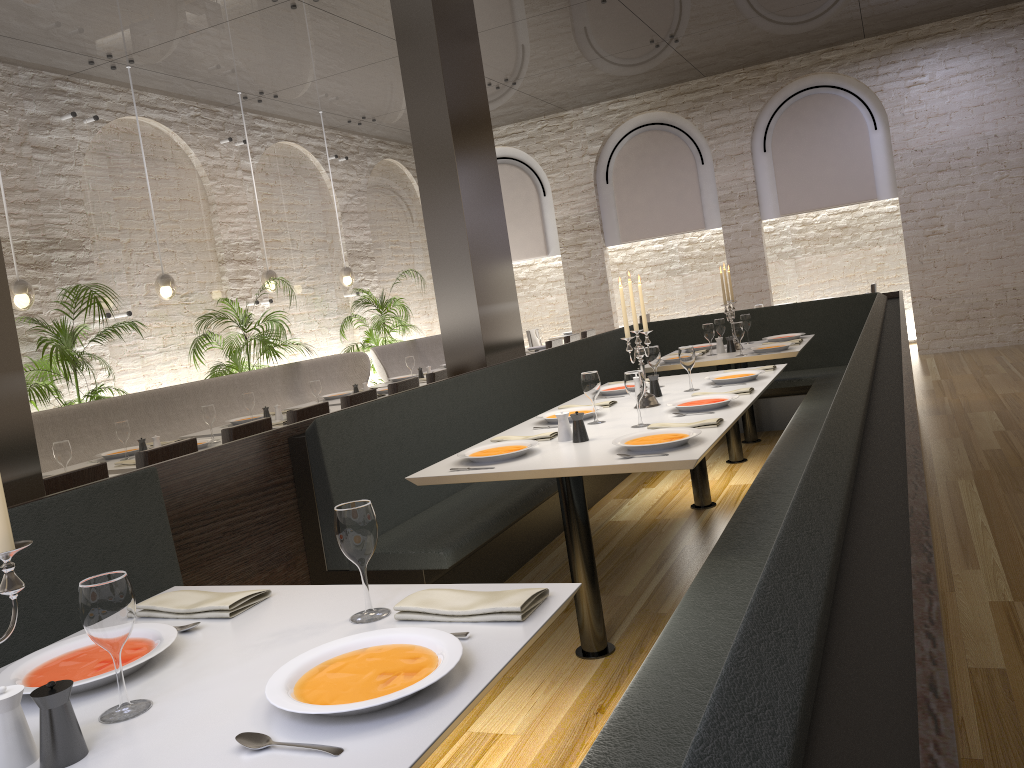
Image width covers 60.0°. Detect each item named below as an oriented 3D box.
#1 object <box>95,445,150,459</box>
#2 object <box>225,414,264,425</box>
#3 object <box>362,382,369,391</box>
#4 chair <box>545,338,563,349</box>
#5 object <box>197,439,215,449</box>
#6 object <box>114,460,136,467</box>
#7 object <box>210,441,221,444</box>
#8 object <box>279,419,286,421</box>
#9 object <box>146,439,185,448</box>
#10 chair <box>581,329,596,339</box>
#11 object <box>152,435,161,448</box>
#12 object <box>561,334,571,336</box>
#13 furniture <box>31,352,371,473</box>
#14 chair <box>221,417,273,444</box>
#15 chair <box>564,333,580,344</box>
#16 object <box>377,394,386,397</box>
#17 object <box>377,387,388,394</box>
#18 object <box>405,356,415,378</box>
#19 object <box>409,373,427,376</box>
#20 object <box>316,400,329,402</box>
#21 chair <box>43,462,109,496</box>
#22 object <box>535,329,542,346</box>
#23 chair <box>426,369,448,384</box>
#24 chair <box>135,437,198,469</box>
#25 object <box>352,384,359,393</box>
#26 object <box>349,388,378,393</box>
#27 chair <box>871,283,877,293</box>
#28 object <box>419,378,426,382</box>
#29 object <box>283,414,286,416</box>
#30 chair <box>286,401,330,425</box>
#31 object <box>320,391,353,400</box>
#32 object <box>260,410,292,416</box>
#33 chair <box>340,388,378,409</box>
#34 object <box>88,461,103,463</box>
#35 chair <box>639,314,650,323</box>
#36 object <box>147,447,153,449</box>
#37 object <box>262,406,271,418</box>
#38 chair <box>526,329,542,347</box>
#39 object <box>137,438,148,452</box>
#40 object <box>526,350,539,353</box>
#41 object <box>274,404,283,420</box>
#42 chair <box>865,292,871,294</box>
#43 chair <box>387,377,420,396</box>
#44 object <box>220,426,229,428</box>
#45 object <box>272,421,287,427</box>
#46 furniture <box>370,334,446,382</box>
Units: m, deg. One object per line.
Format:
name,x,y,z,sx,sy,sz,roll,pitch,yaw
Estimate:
object,-2.439,0.434,5.563,0.321,0.036,0.322,-8,5,7
object,-1.978,0.270,6.622,0.321,0.036,0.322,-8,5,2
object,-1.243,0.037,7.541,0.059,0.109,0.059,-8,3,16
chair,0.294,-0.001,9.482,0.564,0.904,0.413,-7,3,24
object,-1.952,0.381,5.343,0.321,0.036,0.322,-8,5,7
object,-2.095,0.439,5.015,0.272,0.033,0.143,-6,5,24
object,-1.885,0.367,5.506,0.185,0.010,0.017,-6,5,24
object,-1.568,0.251,6.237,0.181,0.015,0.038,-6,5,26
object,-2.286,0.391,5.868,0.272,0.033,0.143,-6,5,24
chair,0.745,-0.162,10.520,0.564,0.904,0.413,-7,3,24
object,-2.168,0.367,5.413,0.059,0.109,0.059,-8,3,16
object,0.822,-0.735,13.238,0.185,0.010,0.017,-6,5,24
furniture,-2.216,0.482,7.212,0.707,1.095,4.495,-7,5,24
chair,-1.627,0.684,5.065,0.564,0.904,0.413,-7,3,24
chair,0.516,-0.080,9.993,0.564,0.904,0.413,-7,3,24
object,-1.170,0.109,7.143,0.272,0.033,0.143,-6,5,24
object,-1.027,0.051,7.470,0.321,0.036,0.322,-8,5,2
object,-0.962,-0.148,8.458,0.086,0.230,0.086,-11,4,-36
object,-0.917,-0.098,9.016,0.272,0.033,0.143,-6,5,24
object,-1.589,0.140,7.525,0.185,0.010,0.017,-6,5,24
chair,-2.086,0.849,4.007,0.564,0.904,0.413,-7,3,24
object,0.331,-0.552,10.797,0.086,0.230,0.086,-11,4,-36
chair,-0.720,0.361,7.150,0.564,0.904,0.413,-7,3,24
chair,-1.862,0.769,4.523,0.564,0.904,0.413,-7,3,24
object,-1.325,0.051,7.528,0.059,0.109,0.059,-8,3,16
object,-1.361,0.061,7.996,0.272,0.033,0.143,-6,5,24
chair,4.604,-0.852,11.770,0.564,0.904,0.413,-7,3,24
object,-0.727,-0.049,8.163,0.272,0.033,0.143,-6,5,24
object,-1.492,0.217,6.402,0.321,0.036,0.322,-8,5,2
chair,-1.404,0.605,5.577,0.564,0.904,0.413,-7,3,24
object,-1.514,0.104,7.691,0.321,0.036,0.322,-8,5,2
object,-1.825,0.226,6.927,0.272,0.033,0.143,-6,5,24
chair,-1.181,0.525,6.091,0.564,0.904,0.413,-7,3,24
object,-2.514,0.471,5.397,0.185,0.010,0.017,-6,5,24
chair,1.781,-0.544,13.038,0.564,0.904,0.413,-7,3,24
object,-2.371,0.417,5.726,0.181,0.015,0.038,-6,5,26
object,-1.789,0.216,6.459,0.059,0.109,0.059,-8,3,16
chair,0.593,-0.415,13.572,0.564,0.904,0.413,-7,3,24
object,-2.250,0.381,5.400,0.059,0.109,0.059,-8,3,16
object,0.163,-0.367,10.210,0.272,0.033,0.143,-6,5,24
object,-1.708,0.203,6.472,0.059,0.109,0.059,-8,3,16
chair,3.537,-0.471,9.315,0.564,0.904,0.413,-7,3,24
chair,-0.946,0.441,6.631,0.564,0.904,0.413,-7,3,24
object,-2.053,0.306,6.457,0.185,0.010,0.017,-6,5,24
object,-1.635,0.275,6.075,0.272,0.033,0.143,-6,5,24
furniture,-0.757,-0.039,10.566,0.706,1.095,2.596,-7,5,24
